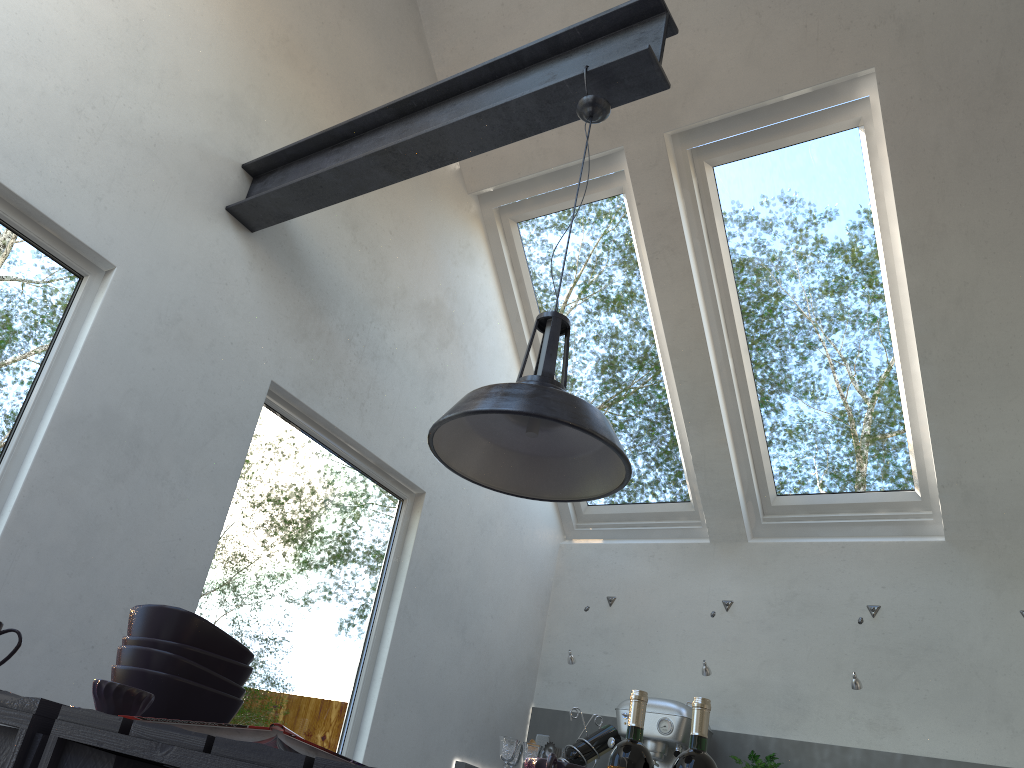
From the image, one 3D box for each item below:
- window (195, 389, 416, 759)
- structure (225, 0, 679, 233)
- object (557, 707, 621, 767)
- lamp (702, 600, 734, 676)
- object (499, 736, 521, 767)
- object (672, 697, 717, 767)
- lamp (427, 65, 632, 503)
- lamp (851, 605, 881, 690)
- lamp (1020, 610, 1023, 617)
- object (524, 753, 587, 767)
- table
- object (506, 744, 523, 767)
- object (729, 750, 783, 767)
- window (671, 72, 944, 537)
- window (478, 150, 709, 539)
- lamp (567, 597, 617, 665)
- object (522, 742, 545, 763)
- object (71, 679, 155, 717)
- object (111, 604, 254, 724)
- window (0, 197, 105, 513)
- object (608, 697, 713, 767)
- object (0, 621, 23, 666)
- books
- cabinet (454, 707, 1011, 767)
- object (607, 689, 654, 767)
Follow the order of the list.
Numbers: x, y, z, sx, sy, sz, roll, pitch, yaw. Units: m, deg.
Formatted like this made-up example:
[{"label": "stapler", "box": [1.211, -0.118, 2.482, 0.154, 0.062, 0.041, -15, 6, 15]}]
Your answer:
[{"label": "window", "box": [-0.889, 1.161, 3.160, 0.063, 2.042, 0.964, -5, -30, 34]}, {"label": "structure", "box": [-0.694, -0.708, 2.969, 2.686, 0.200, 0.133, -8, -32, 36]}, {"label": "object", "box": [0.282, 1.628, 3.851, 0.324, 0.378, 0.249, 23, -27, -19]}, {"label": "lamp", "box": [0.904, 1.103, 3.834, 0.062, 0.418, 0.336, 1, -28, 25]}, {"label": "object", "box": [-0.025, 1.642, 3.811, 0.104, 0.184, 0.097, -3, -29, 30]}, {"label": "object", "box": [0.352, 0.780, 1.688, 0.089, 0.331, 0.097, 20, -25, -16]}, {"label": "lamp", "box": [0.127, -0.308, 2.047, 0.459, 1.052, 0.421, -6, -30, 35]}, {"label": "lamp", "box": [1.394, 1.031, 3.468, 0.064, 0.419, 0.325, -5, -31, 34]}, {"label": "lamp", "box": [1.872, 0.965, 3.122, 0.062, 0.418, 0.336, 1, -28, 25]}, {"label": "object", "box": [0.049, 0.369, 0.783, 0.124, 0.054, 0.113, -12, -37, 41]}, {"label": "table", "box": [-0.137, 1.026, 1.210, 1.705, 0.764, 1.476, -7, -34, 35]}, {"label": "object", "box": [-0.003, 1.715, 3.934, 0.100, 0.184, 0.100, 8, -25, 9]}, {"label": "object", "box": [0.973, 1.617, 3.443, 0.246, 0.328, 0.263, 16, -25, -7]}, {"label": "window", "box": [1.280, -0.224, 3.735, 0.885, 1.333, 1.448, -6, -32, 35]}, {"label": "window", "box": [0.441, -0.094, 4.356, 0.885, 1.339, 1.455, -6, -32, 35]}, {"label": "lamp", "box": [0.382, 1.176, 4.213, 0.064, 0.419, 0.325, -5, -31, 34]}, {"label": "object", "box": [0.077, 1.667, 3.808, 0.095, 0.184, 0.105, 25, -27, -25]}, {"label": "object", "box": [-0.517, 0.423, 1.151, 0.122, 0.054, 0.116, 1, -30, 24]}, {"label": "object", "box": [-0.568, 0.510, 1.488, 0.206, 0.205, 0.209, -7, -33, 36]}, {"label": "window", "box": [-1.738, 0.320, 2.026, 0.063, 2.042, 0.964, -5, -30, 34]}, {"label": "object", "box": [0.609, 1.545, 3.643, 0.381, 0.480, 0.419, -6, -31, 35]}, {"label": "object", "box": [-0.814, 0.393, 1.291, 0.136, 0.105, 0.100, -2, -29, 28]}, {"label": "books", "box": [-0.222, 0.382, 0.907, 0.309, 0.029, 0.229, 10, -28, 8]}, {"label": "cabinet", "box": [1.046, 1.943, 3.022, 3.035, 1.418, 0.555, -8, -31, 36]}, {"label": "object", "box": [0.237, 0.791, 1.762, 0.089, 0.331, 0.096, 17, -24, -12]}]
